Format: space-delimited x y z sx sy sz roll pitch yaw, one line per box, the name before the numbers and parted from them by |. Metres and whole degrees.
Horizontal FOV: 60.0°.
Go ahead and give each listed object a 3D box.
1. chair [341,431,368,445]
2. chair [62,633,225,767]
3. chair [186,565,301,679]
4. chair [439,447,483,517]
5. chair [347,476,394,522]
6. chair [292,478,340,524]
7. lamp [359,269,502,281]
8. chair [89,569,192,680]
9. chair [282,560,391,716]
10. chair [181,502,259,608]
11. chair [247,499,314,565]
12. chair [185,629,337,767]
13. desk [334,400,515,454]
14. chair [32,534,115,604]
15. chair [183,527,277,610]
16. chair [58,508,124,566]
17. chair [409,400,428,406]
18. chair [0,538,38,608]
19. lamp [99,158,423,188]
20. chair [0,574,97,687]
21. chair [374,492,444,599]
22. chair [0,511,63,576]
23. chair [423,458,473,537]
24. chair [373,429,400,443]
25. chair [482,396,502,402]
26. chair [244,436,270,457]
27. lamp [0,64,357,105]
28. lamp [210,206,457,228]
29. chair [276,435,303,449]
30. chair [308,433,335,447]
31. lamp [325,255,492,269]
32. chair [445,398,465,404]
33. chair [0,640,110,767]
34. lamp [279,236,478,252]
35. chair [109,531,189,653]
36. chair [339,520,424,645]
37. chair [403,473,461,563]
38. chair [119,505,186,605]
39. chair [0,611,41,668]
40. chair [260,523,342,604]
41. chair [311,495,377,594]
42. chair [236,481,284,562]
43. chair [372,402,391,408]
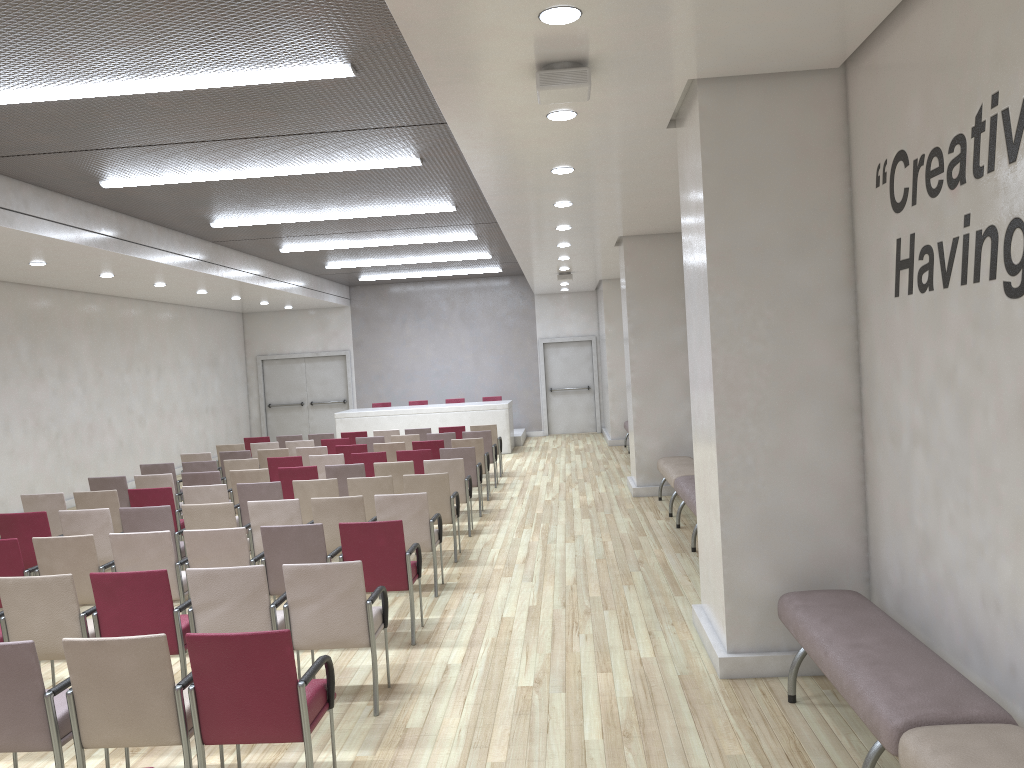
chair | -2.612 1.237 15.162 0.513 0.890 0.640 -3 2 3
chair | -1.630 1.491 4.021 0.513 0.890 0.640 -3 2 3
chair | -1.560 1.453 5.247 0.513 0.890 0.640 -3 2 3
chair | -0.643 1.228 11.346 0.513 0.890 0.640 -3 2 3
chair | -1.345 1.337 8.918 0.513 0.890 0.640 -3 2 3
chair | -1.887 1.368 8.967 0.513 0.890 0.640 -3 2 3
lamp | -1.870 -2.493 20.365 3.304 0.045 0.198 -3 2 4
chair | -2.114 1.484 5.280 0.513 0.890 0.640 -3 2 3
chair | -1.011 1.422 5.209 0.513 0.890 0.640 -3 2 3
chair | -2.521 1.439 7.762 0.513 0.890 0.640 -3 2 3
chair | -1.955 1.406 7.736 0.513 0.890 0.640 -3 2 5
chair | -1.094 1.461 3.982 0.513 0.890 0.640 -3 2 4
desk | -1.819 1.002 19.126 3.652 1.042 1.456 -3 2 4
chair | -3.135 1.508 6.570 0.513 0.890 0.640 -3 2 3
chair | -2.039 1.446 6.502 0.513 0.890 0.640 -3 2 3
chair | -3.598 1.500 7.843 0.513 0.890 0.640 -3 2 4
chair | -2.158 0.840 20.249 0.513 0.890 0.640 -3 2 3
chair | -3.682 1.540 6.597 0.513 0.890 0.640 -3 2 4
lamp | -2.555 -2.135 9.030 3.304 0.045 0.198 -3 2 4
chair | -2.654 1.515 5.308 0.513 0.890 0.640 -3 2 4
chair | -0.878 1.345 7.665 0.513 0.890 0.640 -3 2 4
chair | -4.152 1.532 7.874 0.513 0.890 0.640 -3 2 3
chair | -0.721 1.267 10.118 0.513 0.890 0.640 -3 2 3
chair | -2.058 1.205 15.131 0.513 0.890 0.640 -3 2 4
chair | -0.448 0.743 20.143 0.513 0.890 0.640 -3 2 3
chair | -4.267 1.331 15.262 0.513 0.890 0.640 -3 2 4
lamp | -2.728 -2.045 6.174 3.304 0.045 0.198 -3 2 4
lamp | -2.385 -2.224 11.844 3.304 0.045 0.198 -3 2 4
chair | -3.707 1.299 15.228 0.513 0.890 0.640 -3 2 4
chair | -3.166 1.268 15.206 0.513 0.890 0.640 -3 2 4
lamp | -2.042 -2.403 17.519 3.304 0.045 0.198 -3 2 4
chair | -1.303 0.792 20.196 0.513 0.890 0.640 -3 2 3
chair | -2.184 1.523 4.042 0.513 0.890 0.640 -3 2 4
lamp | -2.211 -2.315 14.719 3.304 0.045 0.198 -3 2 4
chair | -2.577 1.476 6.546 0.513 0.890 0.640 -3 2 4
chair | -0.934 1.383 6.426 0.513 0.890 0.640 -3 2 4
chair | -0.796 1.305 8.900 0.513 0.890 0.640 -3 2 3
chair | -3.059 1.470 7.792 0.513 0.890 0.640 -3 2 4
chair | -3.202 1.546 5.347 0.513 0.890 0.640 -3 2 4
chair | -1.490 1.414 6.479 0.513 0.890 0.640 -3 2 4
chair | -1.417 1.376 7.703 0.513 0.890 0.640 -3 2 4
chair | -2.436 1.399 8.990 0.513 0.890 0.640 -3 2 4
chair | -3.013 0.889 20.302 0.513 0.890 0.640 -3 2 3
